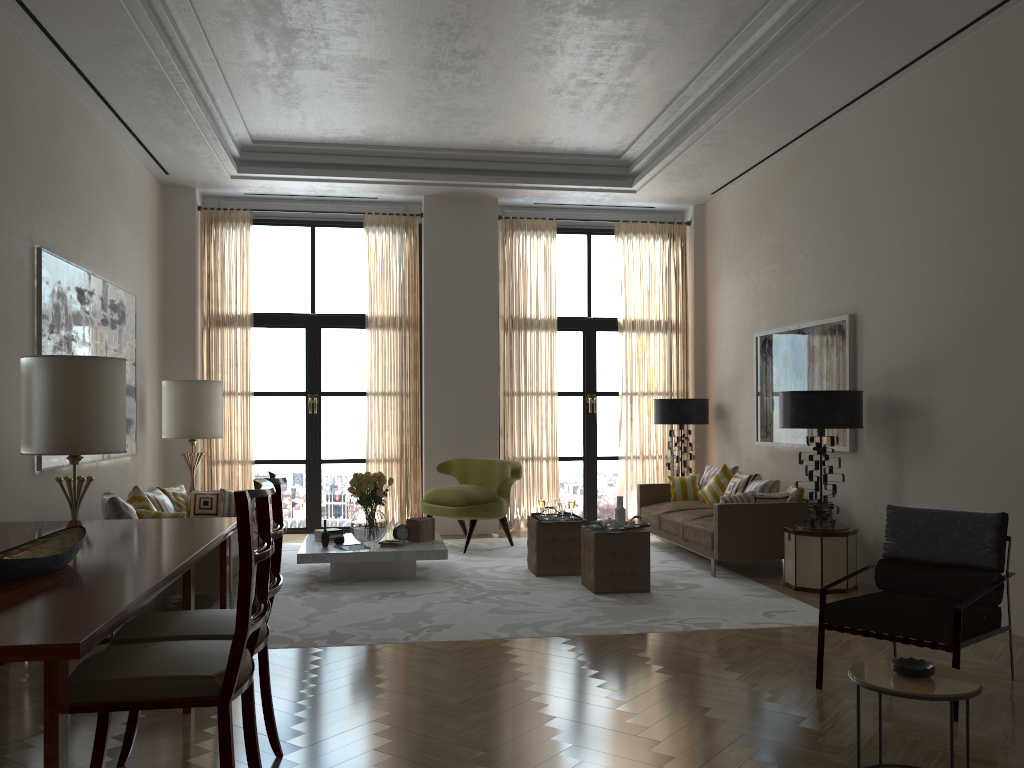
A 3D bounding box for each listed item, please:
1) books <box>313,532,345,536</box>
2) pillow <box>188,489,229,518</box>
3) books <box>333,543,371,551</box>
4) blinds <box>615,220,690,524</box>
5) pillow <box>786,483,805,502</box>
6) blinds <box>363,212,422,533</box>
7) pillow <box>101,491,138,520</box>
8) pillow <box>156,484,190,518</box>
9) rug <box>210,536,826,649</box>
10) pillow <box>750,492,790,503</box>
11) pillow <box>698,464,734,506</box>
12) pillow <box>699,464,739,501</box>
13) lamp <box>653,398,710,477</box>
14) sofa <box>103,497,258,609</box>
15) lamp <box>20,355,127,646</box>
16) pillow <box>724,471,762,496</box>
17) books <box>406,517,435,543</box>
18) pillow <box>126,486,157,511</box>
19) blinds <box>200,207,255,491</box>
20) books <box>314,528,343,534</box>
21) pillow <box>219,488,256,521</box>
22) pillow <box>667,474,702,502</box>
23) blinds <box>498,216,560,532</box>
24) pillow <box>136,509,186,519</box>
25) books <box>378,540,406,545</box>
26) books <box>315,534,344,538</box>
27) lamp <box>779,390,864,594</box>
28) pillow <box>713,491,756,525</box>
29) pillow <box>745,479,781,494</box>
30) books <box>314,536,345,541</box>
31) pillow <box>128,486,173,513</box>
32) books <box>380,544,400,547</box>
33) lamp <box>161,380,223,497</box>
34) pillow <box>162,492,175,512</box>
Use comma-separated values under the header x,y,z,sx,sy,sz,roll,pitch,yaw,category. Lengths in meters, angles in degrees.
x,y,z,sx,sy,sz,roll,pitch,yaw,category
-2.122,1.735,10.294,0.280,0.024,0.230,2,-3,-44,books
-3.607,1.457,10.497,0.464,0.412,0.304,0,-1,-11,pillow
-1.754,1.774,9.697,0.281,0.038,0.384,1,-2,-36,books
2.221,-0.117,14.023,1.242,4.873,0.418,0,0,-7,blinds
3.172,1.387,10.112,0.296,0.475,0.515,0,-1,13,pillow
-1.805,-0.124,13.399,0.874,4.873,0.418,0,0,-6,blinds
-3.586,1.292,8.169,0.355,0.576,0.624,0,-1,-30,pillow
-3.923,1.422,10.358,0.296,0.475,0.515,0,-1,13,pillow
-0.276,2.102,9.939,5.517,0.065,5.734,0,-2,-9,rug
2.856,1.415,9.973,0.464,0.412,0.304,0,-1,-11,pillow
2.818,1.383,11.897,0.767,0.617,0.355,-1,-1,35,pillow
2.835,1.413,12.302,0.355,0.576,0.624,0,-1,-30,pillow
2.547,1.234,13.323,0.829,2.018,0.830,0,-1,-4,lamp
-3.393,1.723,9.305,1.351,0.819,2.981,0,-2,-9,sofa
-3.506,0.920,7.108,0.767,2.254,0.768,0,-1,-43,lamp
2.930,1.402,11.339,0.403,0.547,0.617,0,-1,-6,pillow
-1.053,1.677,10.227,0.210,0.264,0.282,-1,-2,41,books
-3.569,1.289,8.574,0.767,0.617,0.355,-1,-1,35,pillow
-4.170,-0.123,13.034,0.780,4.885,0.419,0,0,-7,blinds
-2.127,1.707,10.285,0.260,0.030,0.207,2,-3,-42,books
-3.240,1.453,10.517,0.498,0.428,0.327,0,-1,-21,pillow
2.421,1.479,12.388,0.482,0.433,0.318,0,-1,1,pillow
0.268,-0.121,13.722,0.960,4.873,0.419,0,0,-7,blinds
-3.171,1.349,8.081,0.482,0.433,0.318,0,-1,1,pillow
-1.327,1.759,9.840,0.255,0.026,0.202,-1,-2,16,books
-2.122,1.759,10.280,0.207,0.024,0.262,-2,-3,44,books
3.188,1.085,9.142,0.829,2.018,0.830,0,-1,-8,lamp
2.489,1.412,9.952,0.498,0.428,0.327,0,-1,-21,pillow
3.047,1.452,10.972,0.371,0.565,0.660,0,-1,-13,pillow
-2.121,1.789,10.292,0.280,0.035,0.207,2,-3,-42,books
-3.681,1.348,9.131,0.403,0.547,0.617,0,-1,-6,pillow
-1.338,1.783,9.838,0.197,0.024,0.256,-1,-2,9,books
-4.220,1.084,11.716,0.768,2.254,0.767,-1,-1,44,lamp
-3.798,1.426,9.498,0.371,0.565,0.660,0,-1,-13,pillow
